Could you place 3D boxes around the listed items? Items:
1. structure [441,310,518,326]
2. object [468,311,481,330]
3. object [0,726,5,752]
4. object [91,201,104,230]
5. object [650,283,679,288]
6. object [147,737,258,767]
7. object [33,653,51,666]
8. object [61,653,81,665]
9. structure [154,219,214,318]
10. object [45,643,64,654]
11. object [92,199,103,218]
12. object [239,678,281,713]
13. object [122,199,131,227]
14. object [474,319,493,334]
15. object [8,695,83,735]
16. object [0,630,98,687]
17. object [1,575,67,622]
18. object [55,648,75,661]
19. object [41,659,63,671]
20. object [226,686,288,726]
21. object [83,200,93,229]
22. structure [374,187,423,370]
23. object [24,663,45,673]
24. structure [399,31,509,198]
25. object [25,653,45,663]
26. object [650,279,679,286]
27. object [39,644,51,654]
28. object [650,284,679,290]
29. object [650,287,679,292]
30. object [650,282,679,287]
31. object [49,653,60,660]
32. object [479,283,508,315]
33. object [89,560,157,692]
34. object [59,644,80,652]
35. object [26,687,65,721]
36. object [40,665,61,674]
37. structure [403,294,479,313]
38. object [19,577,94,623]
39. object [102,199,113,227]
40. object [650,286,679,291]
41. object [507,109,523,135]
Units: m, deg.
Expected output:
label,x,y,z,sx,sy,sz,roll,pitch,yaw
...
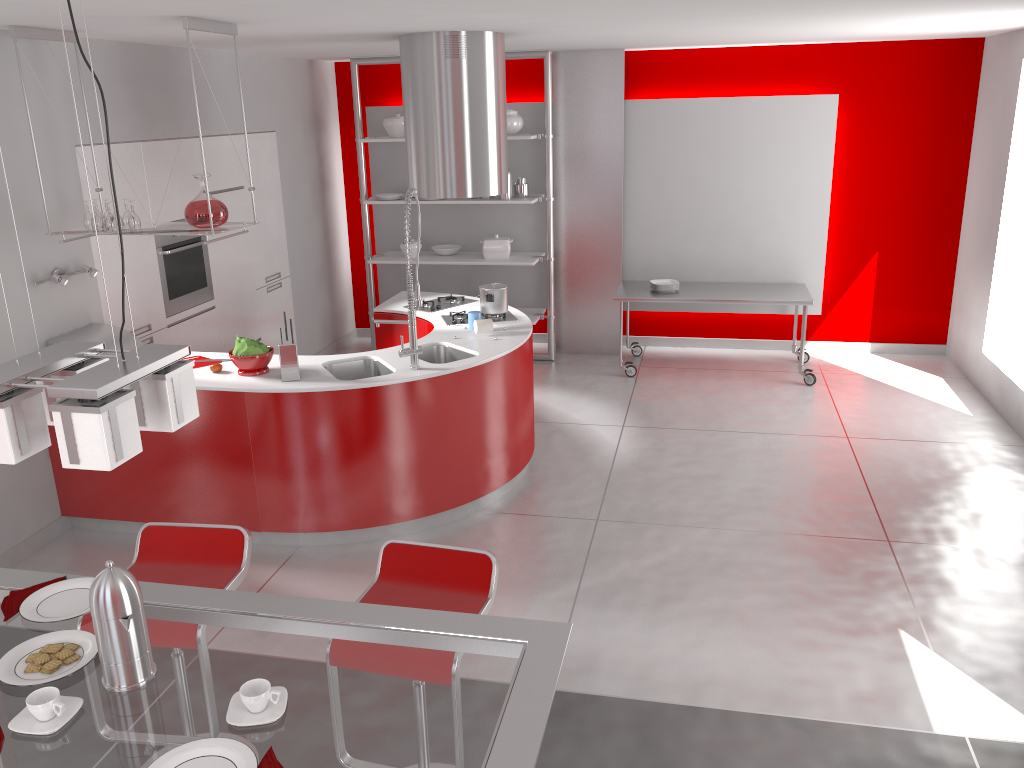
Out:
label,x,y,z,sx,sy,sz,roll,pitch,yaw
structure,-0.211,-0.439,5.699,0.457,0.037,0.303,-5,18,-12
object,-0.228,-0.389,5.370,0.080,0.100,0.109,-6,18,-14
object,-1.050,0.719,1.734,0.095,0.012,0.234,2,18,11
object,-2.117,-0.856,4.515,0.060,0.141,0.060,-5,18,-10
object,1.265,-0.818,7.361,0.228,0.020,0.228,-3,18,-5
object,-0.581,0.734,1.642,0.217,0.015,0.217,11,21,35
object,-1.068,0.625,2.014,0.034,0.006,0.036,-16,22,-38
object,-1.008,0.627,2.024,0.034,0.006,0.036,10,21,32
structure,-2.176,-0.799,5.945,0.050,0.589,0.599,2,18,12
object,-1.059,0.612,2.054,0.034,0.006,0.036,-1,17,1
object,-2.179,-0.900,4.660,0.060,0.141,0.060,2,18,12
object,-0.522,0.650,1.828,0.078,0.049,0.062,11,21,33
object,-2.002,-0.891,4.615,0.060,0.141,0.060,2,18,12
object,-0.173,-0.347,5.260,0.100,0.080,0.109,-7,18,-17
object,-0.960,0.685,1.831,0.119,0.016,0.119,2,18,10
object,-1.055,0.627,2.021,0.217,0.015,0.217,-16,22,-38
object,-1.267,0.548,2.296,0.095,0.012,0.234,2,18,12
object,-1.024,0.619,2.031,0.036,0.006,0.034,11,21,34
object,-1.033,0.631,1.993,0.034,0.006,0.036,6,19,23
object,-0.527,0.671,1.839,0.119,0.016,0.119,-4,18,-7
object,-2.187,-0.874,4.578,0.060,0.141,0.060,2,18,12
structure,-0.549,-0.535,4.559,0.308,0.920,0.178,-13,21,-32
object,-1.075,0.638,1.995,0.036,0.006,0.034,-4,18,-8
structure,-0.356,-1.680,5.571,0.644,0.958,0.644,-8,19,-20
object,-1.093,0.626,2.032,0.036,0.006,0.034,-3,18,-3
object,1.265,-0.837,7.355,0.228,0.020,0.228,-3,18,-5
object,-1.076,0.616,2.064,0.036,0.006,0.034,2,18,12
object,1.266,-0.808,7.365,0.228,0.020,0.228,-3,18,-5
object,1.266,-0.789,7.371,0.228,0.020,0.228,-3,18,-5
object,1.265,-0.828,7.358,0.228,0.020,0.228,-3,18,-5
object,-1.048,0.626,2.031,0.036,0.006,0.034,8,20,29
object,-0.117,-0.553,5.683,0.189,0.185,0.218,-10,19,-24
object,-0.866,0.509,1.927,0.149,0.287,0.113,5,19,20
object,-1.031,0.615,2.062,0.036,0.006,0.034,2,18,12
object,-0.956,0.664,1.818,0.062,0.049,0.078,-14,22,-35
object,-1.036,0.638,1.991,0.034,0.006,0.036,4,18,16
structure,-0.489,-0.570,6.136,0.303,0.037,0.457,14,23,40
object,-1.134,0.554,2.261,0.217,0.015,0.217,-16,23,-39
object,-2.103,-0.887,4.613,0.060,0.141,0.060,2,18,12
object,1.266,-0.798,7.368,0.228,0.020,0.228,-3,18,-5
object,-0.048,-2.188,7.392,0.287,0.222,0.287,-13,21,-31
